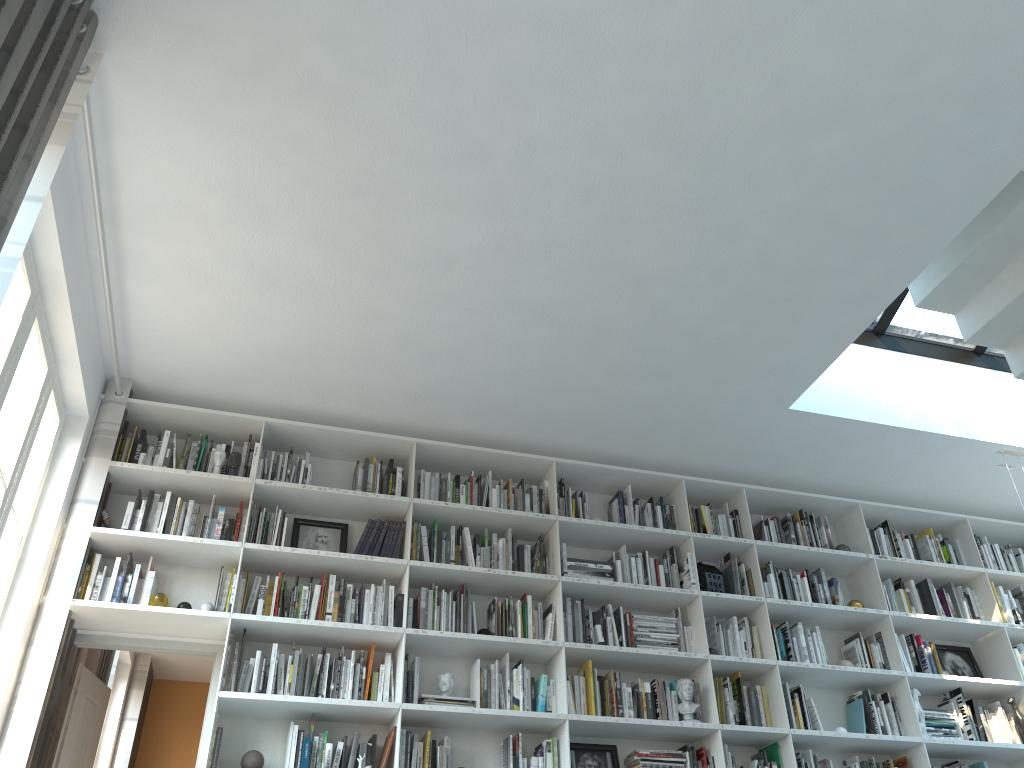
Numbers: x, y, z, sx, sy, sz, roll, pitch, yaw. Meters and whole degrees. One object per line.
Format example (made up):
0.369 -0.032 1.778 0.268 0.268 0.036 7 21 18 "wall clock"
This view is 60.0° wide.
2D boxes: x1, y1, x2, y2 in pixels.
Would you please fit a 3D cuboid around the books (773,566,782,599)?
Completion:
1.589 1.274 5.430 0.010 0.267 0.167 9 -36 -14 "books"

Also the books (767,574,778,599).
1.551 1.286 5.394 0.026 0.206 0.182 9 -36 -14 "books"

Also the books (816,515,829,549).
1.980 1.027 5.747 0.013 0.295 0.189 9 -36 -14 "books"

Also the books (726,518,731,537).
1.319 0.967 5.565 0.025 0.202 0.163 9 -36 -14 "books"

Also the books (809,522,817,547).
1.909 1.039 5.724 0.024 0.251 0.150 9 -36 -14 "books"

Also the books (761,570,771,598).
1.521 1.278 5.412 0.026 0.242 0.149 9 -36 -14 "books"

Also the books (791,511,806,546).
1.825 0.998 5.716 0.006 0.310 0.180 9 -36 -14 "books"

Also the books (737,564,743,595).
1.348 1.239 5.365 0.005 0.253 0.159 9 -36 -14 "books"

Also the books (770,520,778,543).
1.633 1.006 5.647 0.028 0.225 0.164 9 -36 -14 "books"

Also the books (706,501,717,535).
1.231 0.906 5.557 0.010 0.296 0.168 9 -36 -14 "books"

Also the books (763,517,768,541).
1.572 0.989 5.637 0.011 0.242 0.173 9 -36 -14 "books"

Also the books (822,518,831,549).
1.992 1.032 5.740 0.008 0.277 0.181 9 -36 -14 "books"

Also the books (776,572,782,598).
1.598 1.294 5.430 0.012 0.234 0.166 9 -36 -14 "books"

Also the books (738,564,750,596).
1.373 1.237 5.357 0.013 0.247 0.187 9 -36 -14 "books"

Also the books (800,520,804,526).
1.849 1.026 5.703 0.008 0.249 0.171 9 -36 -14 "books"

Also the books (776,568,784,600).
1.623 1.289 5.459 0.012 0.275 0.134 9 -36 -14 "books"

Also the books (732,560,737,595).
1.304 1.224 5.356 0.022 0.270 0.182 9 -36 -14 "books"

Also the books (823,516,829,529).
2.028 1.030 5.761 0.006 0.304 0.164 9 -36 -14 "books"

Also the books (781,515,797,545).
1.745 0.997 5.666 0.028 0.256 0.186 9 -36 -14 "books"

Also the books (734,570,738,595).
1.313 1.257 5.355 0.024 0.216 0.169 9 -36 -14 "books"

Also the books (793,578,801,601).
1.722 1.325 5.461 0.025 0.215 0.144 9 -36 -14 "books"

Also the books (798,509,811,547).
1.856 0.995 5.727 0.007 0.327 0.184 9 -36 -14 "books"

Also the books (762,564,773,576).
1.564 1.268 5.433 0.011 0.281 0.174 9 -36 -14 "books"

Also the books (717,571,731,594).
1.277 1.255 5.349 0.019 0.212 0.156 9 -36 -14 "books"

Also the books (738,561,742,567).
1.386 1.243 5.402 0.005 0.290 0.131 9 -36 -14 "books"

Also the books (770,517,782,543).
1.661 0.998 5.662 0.030 0.254 0.162 9 -36 -14 "books"

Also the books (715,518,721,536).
1.249 0.955 5.525 0.022 0.179 0.174 9 -36 -14 "books"

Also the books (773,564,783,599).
1.609 1.275 5.455 0.021 0.294 0.139 9 -36 -14 "books"

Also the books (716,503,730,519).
1.354 0.927 5.618 0.012 0.327 0.129 9 -36 -14 "books"

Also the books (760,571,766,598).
1.501 1.280 5.411 0.012 0.238 0.139 9 -36 -14 "books"

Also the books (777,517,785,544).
1.685 1.003 5.670 0.021 0.255 0.169 9 -36 -14 "books"

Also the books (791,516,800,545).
1.797 1.013 5.713 0.007 0.283 0.160 9 -36 -14 "books"

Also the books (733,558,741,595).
1.329 1.217 5.361 0.021 0.286 0.180 9 -36 -14 "books"

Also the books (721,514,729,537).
1.298 0.948 5.545 0.031 0.212 0.170 9 -36 -14 "books"

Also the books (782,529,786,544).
1.706 1.043 5.672 0.031 0.189 0.133 9 -36 -14 "books"

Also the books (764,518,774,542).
1.607 0.992 5.630 0.013 0.228 0.175 9 -36 -14 "books"

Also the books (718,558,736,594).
1.293 1.214 5.342 0.021 0.270 0.191 9 -36 -14 "books"

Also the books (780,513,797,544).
1.763 1.000 5.700 0.024 0.290 0.168 9 -36 -14 "books"

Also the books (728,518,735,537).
1.344 0.970 5.562 0.022 0.193 0.182 9 -36 -14 "books"

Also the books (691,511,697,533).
1.101 0.902 5.517 0.034 0.259 0.158 9 -36 -14 "books"

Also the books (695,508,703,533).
1.135 0.913 5.509 0.015 0.232 0.172 9 -36 -14 "books"

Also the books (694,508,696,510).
1.135 0.922 5.548 0.007 0.262 0.133 9 -36 -14 "books"

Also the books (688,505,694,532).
1.074 0.896 5.489 0.007 0.238 0.192 9 -36 -14 "books"

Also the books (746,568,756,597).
1.403 1.256 5.355 0.008 0.212 0.225 9 -36 -14 "books"

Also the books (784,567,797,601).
1.703 1.296 5.477 0.013 0.282 0.155 9 -36 -14 "books"

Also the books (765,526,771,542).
1.594 1.016 5.624 0.009 0.182 0.161 9 -36 -14 "books"

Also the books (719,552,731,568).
1.307 1.206 5.389 0.025 0.337 0.143 9 -36 -14 "books"

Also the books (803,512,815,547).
1.872 1.000 5.708 0.015 0.297 0.184 9 -36 -14 "books"

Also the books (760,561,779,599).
1.577 1.257 5.438 0.014 0.305 0.153 9 -36 -14 "books"

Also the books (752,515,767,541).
1.565 0.982 5.628 0.009 0.242 0.174 9 -36 -14 "books"

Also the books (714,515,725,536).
1.270 0.950 5.538 0.024 0.200 0.181 9 -36 -14 "books"

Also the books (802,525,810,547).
1.842 1.036 5.674 0.018 0.199 0.189 9 -36 -14 "books"

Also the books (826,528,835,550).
2.019 1.068 5.730 0.014 0.207 0.189 9 -36 -14 "books"

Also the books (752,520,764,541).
1.541 0.990 5.605 0.046 0.205 0.184 9 -36 -14 "books"

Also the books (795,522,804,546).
1.815 1.026 5.685 0.018 0.229 0.161 9 -36 -14 "books"

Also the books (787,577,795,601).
1.683 1.319 5.458 0.028 0.222 0.142 9 -36 -14 "books"

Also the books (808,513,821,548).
1.927 1.014 5.736 0.008 0.305 0.183 9 -36 -14 "books"

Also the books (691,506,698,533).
1.119 0.910 5.528 0.008 0.260 0.143 9 -36 -14 "books"

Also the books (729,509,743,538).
1.384 0.944 5.576 0.029 0.251 0.187 9 -36 -14 "books"

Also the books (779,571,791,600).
1.649 1.293 5.435 0.027 0.240 0.161 9 -36 -14 "books"
